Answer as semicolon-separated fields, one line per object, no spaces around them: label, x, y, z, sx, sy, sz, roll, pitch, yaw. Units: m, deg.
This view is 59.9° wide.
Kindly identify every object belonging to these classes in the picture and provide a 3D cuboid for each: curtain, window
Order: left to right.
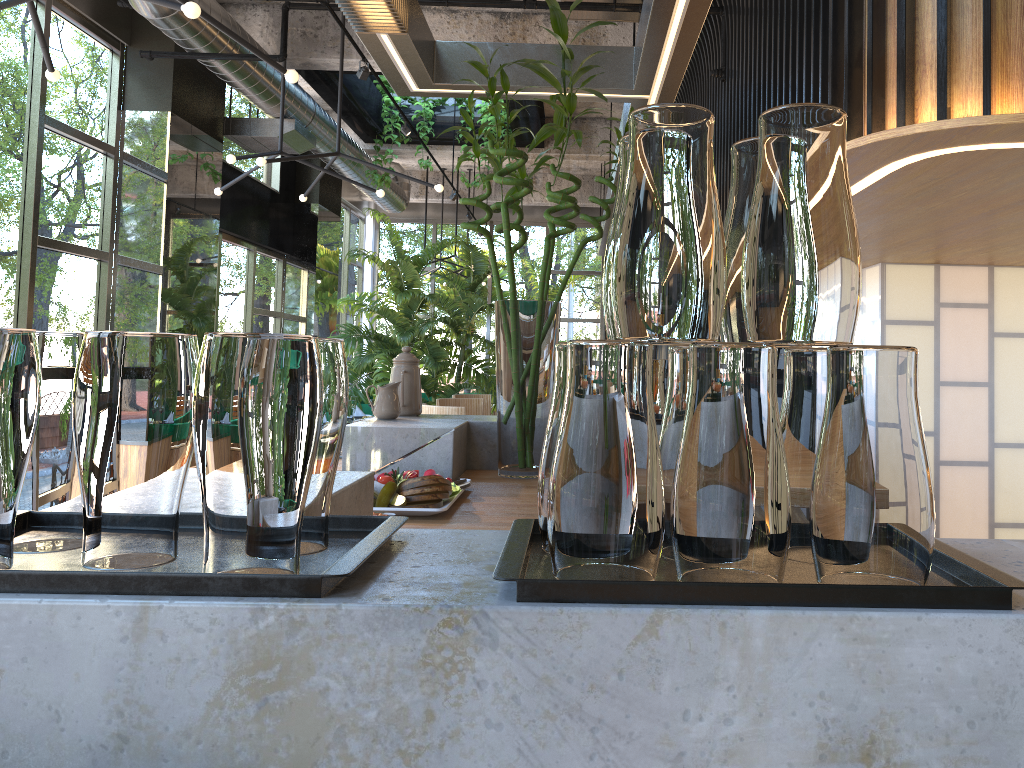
window;-1.230;-2.015;5.086;4.139;6.505;20.342;1;1;4
curtain;2.163;0.076;13.163;0.121;2.063;3.271;1;0;4

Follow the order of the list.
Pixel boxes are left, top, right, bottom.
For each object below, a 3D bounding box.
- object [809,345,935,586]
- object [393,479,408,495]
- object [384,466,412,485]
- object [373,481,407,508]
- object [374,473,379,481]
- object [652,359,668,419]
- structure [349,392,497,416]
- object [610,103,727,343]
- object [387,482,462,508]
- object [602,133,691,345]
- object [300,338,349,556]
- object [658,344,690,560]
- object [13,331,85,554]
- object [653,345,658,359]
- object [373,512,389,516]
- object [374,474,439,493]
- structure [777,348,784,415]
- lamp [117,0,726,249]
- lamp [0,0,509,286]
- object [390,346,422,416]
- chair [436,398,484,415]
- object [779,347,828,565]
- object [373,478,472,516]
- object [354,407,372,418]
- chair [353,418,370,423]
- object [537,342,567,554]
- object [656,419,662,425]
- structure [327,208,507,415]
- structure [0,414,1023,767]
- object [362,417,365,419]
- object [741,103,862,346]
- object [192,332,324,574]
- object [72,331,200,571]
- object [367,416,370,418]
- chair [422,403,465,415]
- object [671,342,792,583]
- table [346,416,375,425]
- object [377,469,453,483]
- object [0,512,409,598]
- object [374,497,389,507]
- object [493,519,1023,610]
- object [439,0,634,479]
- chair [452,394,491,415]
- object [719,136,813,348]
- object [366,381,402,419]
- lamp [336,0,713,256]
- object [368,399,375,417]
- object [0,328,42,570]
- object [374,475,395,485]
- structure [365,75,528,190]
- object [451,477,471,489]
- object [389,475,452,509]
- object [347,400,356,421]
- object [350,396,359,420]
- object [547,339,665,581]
object;0.316;0.071;0.781;0.108;0.210;0.103;2;-2;-14
object;-0.258;0.244;2.067;0.091;0.065;0.135;1;1;11
object;-0.263;0.226;2.051;0.071;0.062;0.084;1;0;-8
object;-0.303;0.249;1.955;0.152;0.066;0.097;1;0;-2
object;-0.323;0.241;2.134;0.132;0.071;0.109;1;0;-8
object;0.483;0.024;2.918;0.110;0.210;0.100;4;-3;-44
structure;-0.184;0.489;4.976;6.029;1.551;20.095;1;1;4
object;0.143;-0.143;0.807;0.108;0.210;0.103;2;-2;-14
object;-0.276;0.246;2.141;0.303;0.061;0.409;1;1;-22
object;0.145;-0.145;0.897;0.108;0.210;0.103;2;-2;-14
object;-0.217;0.059;0.874;0.106;0.210;0.104;2;-2;-4
object;0.194;0.066;0.894;0.108;0.210;0.103;2;-2;-14
object;-0.447;0.054;0.866;0.103;0.210;0.107;1;-2;16
object;1.000;-0.583;6.809;0.642;1.554;0.610;-1;-3;40
object;-0.361;0.273;1.654;0.288;0.037;0.310;2;2;28
object;-0.267;0.243;2.144;0.088;0.058;0.341;1;1;17
structure;2.664;0.442;8.243;0.550;1.598;0.837;1;-2;2
lamp;-0.584;-2.552;9.650;3.796;1.534;10.003;1;1;1
lamp;0.114;-2.270;5.373;5.085;1.826;18.885;1;1;4
object;-0.365;-0.011;3.012;0.123;0.235;0.206;3;-2;-30
chair;-0.270;0.596;6.238;0.566;0.972;0.526;2;-2;-23
object;0.313;0.068;0.898;0.108;0.210;0.103;2;-2;-14
object;-0.290;0.268;2.123;0.334;0.025;0.494;1;1;2
object;-1.643;0.297;9.672;0.238;0.139;0.227;1;0;-15
chair;-0.434;0.651;3.906;0.572;0.972;0.521;3;-3;-41
object;0.080;0.063;0.904;0.106;0.210;0.104;2;-2;-4
object;0.520;0.117;3.026;0.273;0.019;0.437;1;1;3
structure;-1.233;-0.589;11.701;2.484;3.445;2.606;2;-2;-14
structure;2.155;0.470;4.145;5.847;1.733;7.117;1;1;2
object;-1.565;0.361;9.365;0.032;0.019;0.038;1;0;14
object;0.260;-0.140;0.798;0.108;0.210;0.103;2;-2;-14
object;-0.218;0.062;0.759;0.106;0.210;0.104;2;-2;-4
object;-0.342;0.058;0.809;0.103;0.210;0.107;1;-2;16
object;-1.521;0.355;9.395;0.033;0.032;0.037;1;-1;0
chair;-0.306;0.614;5.489;0.528;0.972;0.565;0;-2;25
object;0.194;0.068;0.786;0.108;0.210;0.103;2;-2;-14
table;-1.597;0.748;9.286;1.145;0.752;1.053;1;0;-30
object;-0.230;0.242;2.146;0.182;0.081;0.134;1;0;-6
object;-0.339;0.152;0.831;0.437;0.019;0.272;1;1;0
object;-0.378;0.247;2.027;0.195;0.065;0.263;1;1;-11
object;0.211;0.164;0.841;0.437;0.019;0.272;1;1;0
object;0.075;-0.502;2.702;0.668;1.554;0.588;1;-3;6
chair;-0.212;0.577;7.047;0.538;0.972;0.555;1;-2;12
object;0.262;-0.142;0.909;0.108;0.210;0.103;2;-2;-14
object;-0.401;0.050;2.809;0.098;0.120;0.088;1;-2;10
lamp;1.852;-2.061;4.429;5.014;2.137;6.687;1;1;-4
object;-1.506;0.266;9.595;0.104;0.201;0.100;2;-2;-9
object;-0.466;0.056;0.757;0.103;0.210;0.107;1;-2;16
object;-0.325;0.225;2.051;0.102;0.065;0.069;1;-1;-40
structure;-0.625;-2.971;10.398;2.086;1.520;1.466;1;-1;30
object;-0.172;0.256;2.254;0.119;0.035;0.170;1;1;-18
object;-0.202;0.243;2.015;0.133;0.074;0.198;1;1;2
object;-1.652;0.271;9.082;0.101;0.210;0.110;0;-3;36
object;-1.648;0.249;9.251;0.095;0.246;0.090;2;-3;-16
object;0.085;0.066;0.793;0.106;0.210;0.104;2;-2;-4
